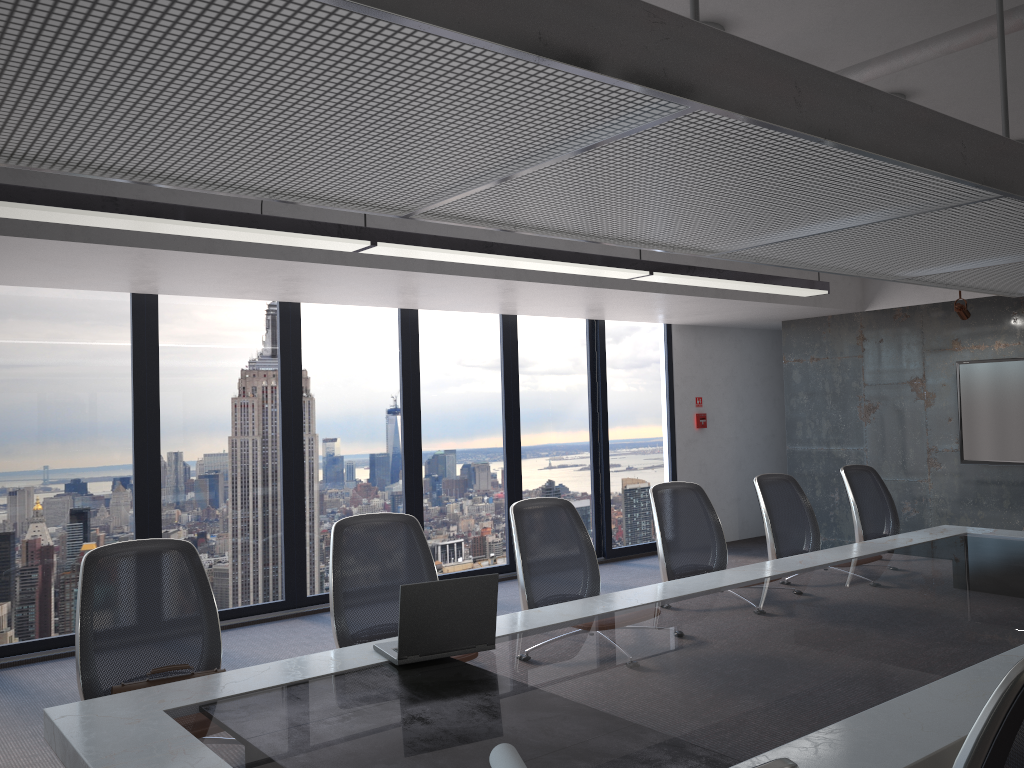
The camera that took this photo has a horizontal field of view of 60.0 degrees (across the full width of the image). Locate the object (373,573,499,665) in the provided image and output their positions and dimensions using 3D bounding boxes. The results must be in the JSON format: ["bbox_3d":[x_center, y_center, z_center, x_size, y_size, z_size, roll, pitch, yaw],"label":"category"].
[{"bbox_3d":[-0.275,0.813,3.164,0.366,0.277,0.308,-1,-2,-28],"label":"object"}]

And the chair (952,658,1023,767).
[{"bbox_3d":[0.832,1.045,1.858,0.828,1.166,0.789,-2,-2,16],"label":"chair"}]

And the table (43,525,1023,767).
[{"bbox_3d":[1.364,1.292,3.573,5.498,0.745,1.898,0,-2,-38],"label":"table"}]

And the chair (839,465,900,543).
[{"bbox_3d":[2.623,1.129,5.881,0.828,1.166,0.789,-2,-2,16],"label":"chair"}]

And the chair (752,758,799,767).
[{"bbox_3d":[0.055,1.050,1.317,0.828,1.166,0.789,-3,-2,32],"label":"chair"}]

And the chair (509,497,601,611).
[{"bbox_3d":[0.377,1.136,4.137,0.828,1.166,0.789,-2,-2,16],"label":"chair"}]

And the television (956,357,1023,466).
[{"bbox_3d":[5.314,0.185,6.844,0.101,0.960,3.667,0,-2,-38],"label":"television"}]

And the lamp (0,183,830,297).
[{"bbox_3d":[1.226,-1.231,3.598,6.097,0.908,4.126,0,-2,-38],"label":"lamp"}]

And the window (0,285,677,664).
[{"bbox_3d":[-1.814,0.536,7.286,9.225,2.670,0.121,0,-2,-38],"label":"window"}]

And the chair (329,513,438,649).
[{"bbox_3d":[-0.414,1.141,3.607,0.828,1.166,0.789,-3,-2,27],"label":"chair"}]

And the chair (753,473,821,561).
[{"bbox_3d":[1.874,1.131,5.300,0.828,1.166,0.789,-2,-2,16],"label":"chair"}]

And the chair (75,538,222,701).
[{"bbox_3d":[-1.119,1.141,2.974,0.828,1.166,0.789,-2,-2,16],"label":"chair"}]

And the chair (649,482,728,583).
[{"bbox_3d":[1.152,1.137,4.851,0.828,1.166,0.789,-2,-2,22],"label":"chair"}]

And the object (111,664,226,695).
[{"bbox_3d":[-1.157,1.111,3.008,0.378,0.308,0.138,-1,-2,-27],"label":"object"}]

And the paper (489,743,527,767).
[{"bbox_3d":[-0.133,0.874,1.876,0.379,0.069,0.348,-1,-2,-12],"label":"paper"}]
